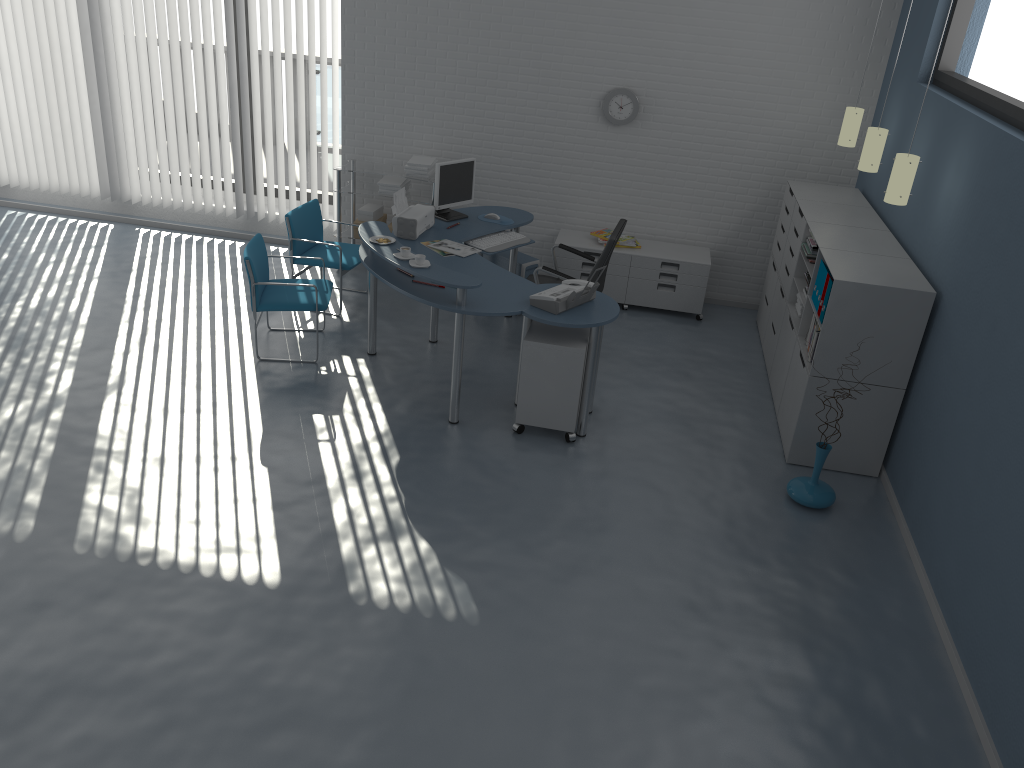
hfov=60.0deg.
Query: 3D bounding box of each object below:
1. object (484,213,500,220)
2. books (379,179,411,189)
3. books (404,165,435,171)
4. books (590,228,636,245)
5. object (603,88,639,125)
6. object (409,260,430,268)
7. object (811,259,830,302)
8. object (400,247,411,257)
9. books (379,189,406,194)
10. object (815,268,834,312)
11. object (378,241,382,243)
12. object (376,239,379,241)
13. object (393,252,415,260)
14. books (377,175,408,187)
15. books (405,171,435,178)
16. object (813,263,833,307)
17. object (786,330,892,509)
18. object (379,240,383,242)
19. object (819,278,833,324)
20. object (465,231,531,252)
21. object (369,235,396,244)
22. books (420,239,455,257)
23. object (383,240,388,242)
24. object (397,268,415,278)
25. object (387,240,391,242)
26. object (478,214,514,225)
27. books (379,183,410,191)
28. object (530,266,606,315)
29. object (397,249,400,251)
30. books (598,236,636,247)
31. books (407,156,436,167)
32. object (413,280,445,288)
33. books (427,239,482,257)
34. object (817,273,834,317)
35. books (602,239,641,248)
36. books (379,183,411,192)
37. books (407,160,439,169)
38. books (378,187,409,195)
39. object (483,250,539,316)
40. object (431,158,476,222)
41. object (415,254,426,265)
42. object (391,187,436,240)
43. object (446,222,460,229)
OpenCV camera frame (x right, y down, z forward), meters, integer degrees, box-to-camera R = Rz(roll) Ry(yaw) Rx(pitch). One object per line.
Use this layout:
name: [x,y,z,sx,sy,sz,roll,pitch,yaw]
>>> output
object: [-0.143,-1.232,6.501,0.115,0.035,0.054,13,28,15]
books: [-0.957,-1.648,7.263,0.190,0.015,0.270,9,27,8]
books: [-0.735,-1.763,7.141,0.190,0.015,0.270,10,27,9]
books: [0.811,-1.187,7.138,0.300,0.020,0.210,27,34,37]
object: [0.850,-2.159,6.903,0.279,0.277,0.041,9,27,6]
object: [-0.527,-0.685,5.066,0.119,0.016,0.119,-1,27,-13]
object: [1.870,-0.589,5.165,0.181,0.247,0.082,9,27,6]
object: [-0.620,-0.769,5.161,0.062,0.049,0.078,4,27,-2]
books: [-0.968,-1.606,7.279,0.190,0.015,0.270,7,27,3]
object: [1.842,-0.517,5.018,0.181,0.247,0.082,9,27,6]
object: [-0.797,-0.860,5.363,0.027,0.005,0.025,-4,28,-19]
object: [-0.812,-0.873,5.386,0.025,0.005,0.027,-20,36,-40]
object: [-0.622,-0.744,5.165,0.119,0.016,0.119,-19,36,-39]
books: [-0.975,-1.657,7.245,0.190,0.015,0.270,7,27,4]
books: [-0.733,-1.711,7.171,0.190,0.015,0.270,9,27,6]
object: [1.856,-0.553,5.092,0.181,0.247,0.082,9,27,6]
object: [1.660,0.219,4.618,0.312,0.972,0.357,-3,28,-16]
object: [-0.793,-0.863,5.361,0.027,0.005,0.025,-1,27,-12]
object: [1.814,-0.444,4.869,0.181,0.247,0.082,9,27,6]
object: [-0.098,-1.012,6.241,0.276,0.028,0.478,25,33,33]
object: [-0.786,-0.871,5.385,0.162,0.011,0.162,-16,33,-35]
books: [-0.440,-0.893,5.817,0.200,0.005,0.300,-14,33,-33]
object: [-0.765,-0.867,5.373,0.025,0.005,0.027,5,27,-1]
object: [-0.643,-0.672,5.331,0.013,0.013,0.178,-18,35,-39]
object: [-0.750,-0.869,5.390,0.025,0.005,0.027,-7,29,-23]
object: [-0.111,-1.221,6.502,0.285,0.026,0.213,15,28,18]
books: [-0.959,-1.631,7.263,0.190,0.015,0.270,8,27,5]
object: [0.339,-0.590,5.057,0.399,0.280,0.405,24,32,33]
object: [-0.655,-0.791,5.242,0.025,0.021,0.119,-13,32,-32]
books: [0.844,-1.160,7.135,0.300,0.020,0.210,6,27,2]
books: [-0.725,-1.791,7.131,0.190,0.015,0.270,6,27,2]
object: [-0.486,-0.585,5.193,0.200,0.010,0.011,13,28,15]
books: [-0.376,-0.890,5.818,0.300,0.010,0.200,21,31,28]
object: [1.828,-0.480,4.944,0.181,0.247,0.082,9,27,6]
books: [0.871,-1.142,7.148,0.300,0.020,0.210,2,27,-7]
books: [-0.958,-1.620,7.275,0.190,0.015,0.270,9,27,7]
books: [-0.714,-1.780,7.144,0.190,0.015,0.270,9,27,6]
books: [-0.970,-1.593,7.286,0.190,0.015,0.270,8,27,5]
object: [-0.025,-0.820,6.973,0.471,0.422,0.199,28,34,37]
object: [-0.450,-1.407,6.372,0.212,0.417,0.365,26,34,35]
object: [-0.521,-0.709,5.061,0.062,0.049,0.078,19,30,25]
object: [-0.674,-1.167,6.015,0.197,0.273,0.392,11,27,11]
object: [-0.414,-1.115,6.250,0.013,0.013,0.178,17,29,22]
